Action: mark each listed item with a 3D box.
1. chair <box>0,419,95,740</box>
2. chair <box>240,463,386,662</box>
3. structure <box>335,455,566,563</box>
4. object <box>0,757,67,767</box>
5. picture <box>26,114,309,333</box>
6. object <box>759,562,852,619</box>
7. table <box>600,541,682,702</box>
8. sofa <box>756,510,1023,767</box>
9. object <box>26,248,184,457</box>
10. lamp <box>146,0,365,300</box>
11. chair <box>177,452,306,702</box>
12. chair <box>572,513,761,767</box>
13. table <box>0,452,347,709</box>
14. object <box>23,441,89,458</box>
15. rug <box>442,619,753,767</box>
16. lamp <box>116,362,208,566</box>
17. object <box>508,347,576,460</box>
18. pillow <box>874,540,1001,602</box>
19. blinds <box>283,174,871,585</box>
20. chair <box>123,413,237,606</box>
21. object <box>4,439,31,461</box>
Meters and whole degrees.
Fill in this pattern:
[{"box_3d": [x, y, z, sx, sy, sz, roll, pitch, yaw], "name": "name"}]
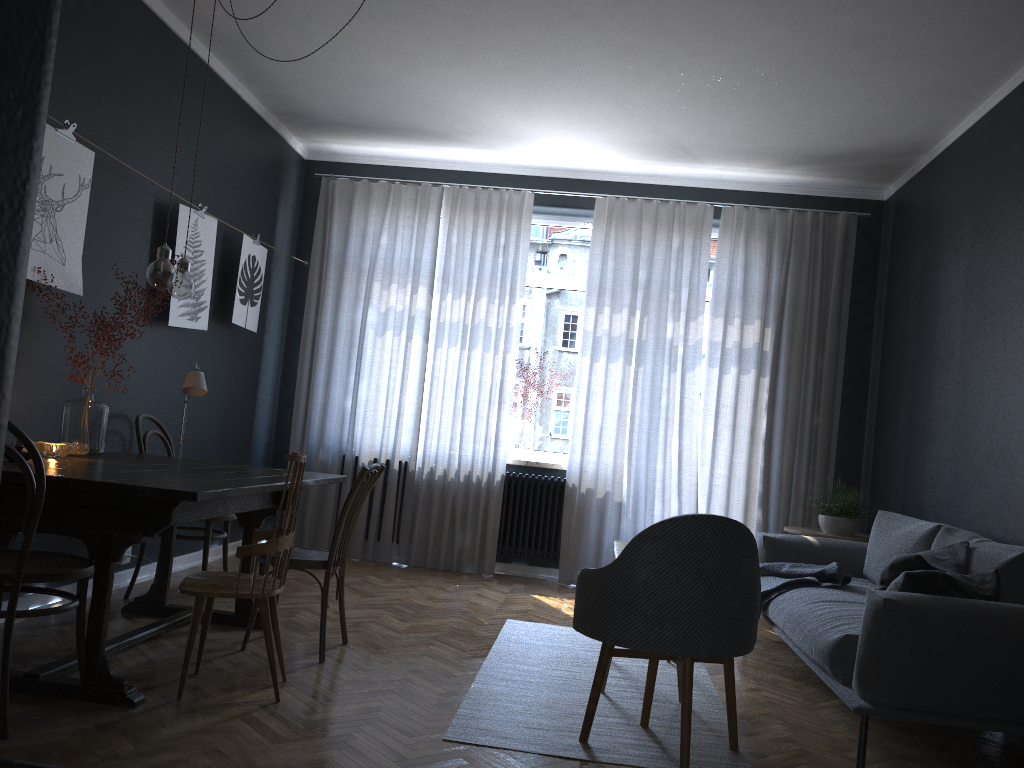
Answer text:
[{"box_3d": [-1.542, 0.536, 2.701, 0.437, 0.920, 0.550, 5, -3, 9], "name": "chair"}, {"box_3d": [-0.847, 0.726, 3.811, 0.467, 0.819, 0.363, 6, -3, 6], "name": "chair"}, {"box_3d": [-0.395, 0.901, 6.471, 1.846, 0.600, 0.216, 5, -3, 6], "name": "structure"}, {"box_3d": [-0.866, 0.815, 1.291, 0.383, 0.326, 0.553, 5, -3, 6], "name": "object"}, {"box_3d": [-1.813, -0.713, 4.509, 0.058, 0.770, 4.461, 6, -4, 6], "name": "picture"}, {"box_3d": [1.456, 1.045, 4.612, 0.490, 0.329, 0.667, 5, -3, 11], "name": "object"}, {"box_3d": [0.581, 1.016, 3.909, 0.339, 0.549, 0.788, 6, -3, 6], "name": "table"}, {"box_3d": [1.704, 1.010, 4.008, 0.970, 0.797, 2.342, 6, -3, 5], "name": "sofa"}, {"box_3d": [-1.810, -0.155, 3.838, 0.639, 0.930, 0.556, 7, -3, -24], "name": "object"}, {"box_3d": [-0.717, -1.104, 3.373, 1.590, 1.573, 0.583, 3, -4, 37], "name": "lamp"}, {"box_3d": [-0.964, 0.661, 3.168, 0.384, 0.856, 0.456, 6, -3, -9], "name": "chair"}, {"box_3d": [0.558, 0.822, 2.984, 0.645, 0.810, 0.495, 7, -3, -16], "name": "chair"}, {"box_3d": [-1.469, 0.693, 3.532, 1.126, 0.727, 1.606, 5, -3, 6], "name": "table"}, {"box_3d": [-1.814, 0.256, 3.509, 0.252, 0.072, 0.254, 5, -4, 12], "name": "object"}, {"box_3d": [0.370, 1.261, 3.780, 1.003, 0.013, 2.013, 5, -4, 6], "name": "rug"}, {"box_3d": [-1.706, 0.428, 4.461, 0.242, 1.069, 0.800, 8, -4, -39], "name": "lamp"}, {"box_3d": [0.129, 0.152, 6.488, 0.514, 0.809, 0.599, 7, -3, -20], "name": "object"}, {"box_3d": [1.608, 0.782, 3.403, 0.442, 0.361, 0.798, 4, -4, 24], "name": "pillow"}, {"box_3d": [0.382, 0.014, 6.380, 3.992, 2.787, 0.312, 5, -3, 6], "name": "blinds"}, {"box_3d": [-1.701, 0.637, 4.594, 0.549, 0.920, 0.438, 6, -3, 4], "name": "chair"}, {"box_3d": [-1.821, 0.054, 3.054, 0.223, 0.419, 0.368, 5, -3, 7], "name": "object"}]
